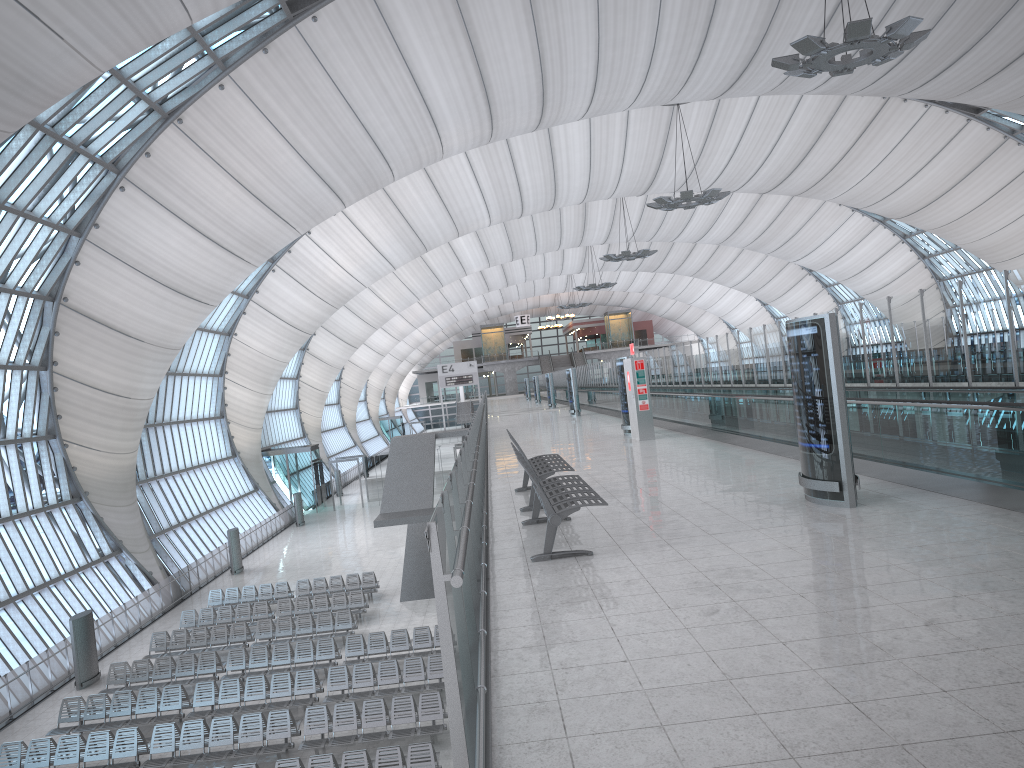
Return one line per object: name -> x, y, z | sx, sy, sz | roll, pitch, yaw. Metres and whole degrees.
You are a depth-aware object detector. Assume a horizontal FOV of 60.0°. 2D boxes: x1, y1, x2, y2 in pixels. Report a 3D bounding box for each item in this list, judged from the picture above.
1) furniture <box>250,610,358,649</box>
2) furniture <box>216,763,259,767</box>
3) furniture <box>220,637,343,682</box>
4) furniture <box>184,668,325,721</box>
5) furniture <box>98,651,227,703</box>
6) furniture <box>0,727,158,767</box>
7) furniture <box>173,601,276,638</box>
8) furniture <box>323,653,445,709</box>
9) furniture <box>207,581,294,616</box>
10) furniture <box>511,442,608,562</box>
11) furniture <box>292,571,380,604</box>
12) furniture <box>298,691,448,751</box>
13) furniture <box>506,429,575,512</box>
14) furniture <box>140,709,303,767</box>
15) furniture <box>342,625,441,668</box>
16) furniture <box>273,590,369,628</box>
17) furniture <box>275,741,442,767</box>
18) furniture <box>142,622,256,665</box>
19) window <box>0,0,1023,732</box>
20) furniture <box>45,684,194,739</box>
furniture -> -5.617, 6.751, 24.163 | 2.705, 0.913, 1.572 | -6, 0, -2
furniture -> -5.340, 6.722, 14.292 | 2.705, 0.913, 1.572 | -6, 0, -2
furniture -> -5.542, 6.743, 21.493 | 2.705, 0.913, 1.572 | -6, 0, -2
furniture -> -5.475, 6.736, 19.093 | 2.705, 0.913, 1.572 | -6, 0, -2
furniture -> -8.370, 7.054, 21.413 | 2.705, 0.913, 1.572 | -6, 0, -2
furniture -> -8.235, 7.040, 16.612 | 2.705, 0.913, 1.572 | -6, 0, -2
furniture -> -8.511, 7.069, 26.431 | 2.705, 0.913, 1.572 | -6, 0, -2
furniture -> -2.648, 6.426, 19.173 | 2.705, 0.913, 1.572 | -6, 0, -2
furniture -> -8.585, 7.076, 29.071 | 2.705, 0.913, 1.572 | -6, 0, -2
furniture -> 0.419, 1.051, 8.650 | 0.713, 0.902, 2.520 | -6, 0, -2
furniture -> -5.757, 6.765, 29.151 | 2.705, 0.913, 1.572 | -6, 0, -2
furniture -> -2.580, 6.419, 16.773 | 2.705, 0.913, 1.572 | -6, 0, -2
furniture -> 0.352, 1.058, 11.672 | 0.713, 0.902, 2.520 | -6, 0, -2
furniture -> -5.408, 6.729, 16.693 | 2.705, 0.913, 1.572 | -6, 0, -2
furniture -> -2.715, 6.432, 21.573 | 2.705, 0.913, 1.572 | -6, 0, -2
furniture -> -5.683, 6.758, 26.511 | 2.705, 0.913, 1.572 | -6, 0, -2
furniture -> -2.513, 6.412, 14.373 | 2.705, 0.913, 1.572 | -6, 0, -2
furniture -> -8.445, 7.062, 24.083 | 2.705, 0.913, 1.572 | -6, 0, -2
window -> 7.984, -4.227, 79.696 | 50.537, 20.004, 167.818 | -6, 0, -2
furniture -> -8.303, 7.047, 19.013 | 2.705, 0.913, 1.572 | -6, 0, -2
